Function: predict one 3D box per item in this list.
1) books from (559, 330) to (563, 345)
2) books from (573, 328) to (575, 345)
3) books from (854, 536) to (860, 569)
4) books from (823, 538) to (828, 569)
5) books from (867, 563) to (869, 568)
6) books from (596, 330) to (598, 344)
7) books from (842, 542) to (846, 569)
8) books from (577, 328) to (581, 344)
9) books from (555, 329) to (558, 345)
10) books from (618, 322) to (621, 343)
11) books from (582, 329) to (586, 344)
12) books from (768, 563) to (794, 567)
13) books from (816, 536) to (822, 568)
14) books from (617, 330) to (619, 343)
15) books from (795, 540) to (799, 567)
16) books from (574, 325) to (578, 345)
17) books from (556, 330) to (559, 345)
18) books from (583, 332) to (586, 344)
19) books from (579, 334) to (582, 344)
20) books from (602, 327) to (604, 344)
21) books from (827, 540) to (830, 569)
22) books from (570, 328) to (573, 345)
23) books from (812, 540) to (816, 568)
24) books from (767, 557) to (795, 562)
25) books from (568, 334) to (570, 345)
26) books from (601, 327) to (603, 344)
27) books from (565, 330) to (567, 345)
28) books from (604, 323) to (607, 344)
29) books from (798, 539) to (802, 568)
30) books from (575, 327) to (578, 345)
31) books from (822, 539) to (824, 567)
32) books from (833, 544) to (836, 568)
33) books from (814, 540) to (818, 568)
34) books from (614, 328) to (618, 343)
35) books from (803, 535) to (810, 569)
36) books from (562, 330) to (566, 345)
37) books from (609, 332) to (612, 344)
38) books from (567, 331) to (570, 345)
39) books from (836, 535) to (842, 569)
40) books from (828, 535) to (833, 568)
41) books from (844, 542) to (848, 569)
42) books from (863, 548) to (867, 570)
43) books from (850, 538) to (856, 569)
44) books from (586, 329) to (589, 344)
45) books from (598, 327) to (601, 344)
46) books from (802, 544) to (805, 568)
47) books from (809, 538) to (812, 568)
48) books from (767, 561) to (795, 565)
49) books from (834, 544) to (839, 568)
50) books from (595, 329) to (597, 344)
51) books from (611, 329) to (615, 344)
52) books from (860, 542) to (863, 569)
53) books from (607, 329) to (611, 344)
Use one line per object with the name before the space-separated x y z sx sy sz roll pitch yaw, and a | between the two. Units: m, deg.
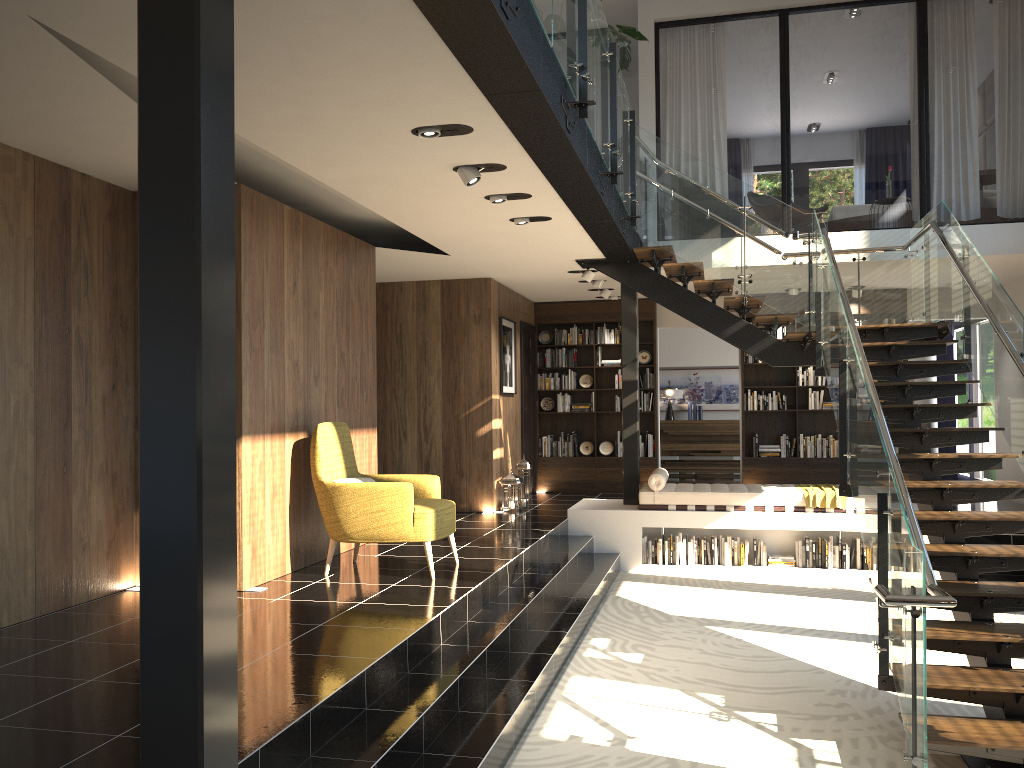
books | 0.701 -0.658 12.602 0.026 0.222 0.202 -1 -1 13
books | 0.887 -0.671 12.531 0.025 0.239 0.220 -1 -1 13
books | 3.526 1.722 9.055 0.027 0.312 0.189 -1 -1 13
books | 3.216 1.739 9.100 0.026 0.287 0.204 -1 -1 13
books | 3.651 1.734 9.043 0.026 0.284 0.177 -1 -1 13
books | 1.213 -0.658 12.478 0.021 0.204 0.224 -1 -1 13
books | 3.387 1.753 9.071 0.036 0.253 0.178 -1 -1 13
books | 0.949 -0.668 12.552 0.020 0.235 0.206 -1 -1 13
books | 0.640 -0.662 12.628 0.017 0.234 0.200 -1 -1 13
books | 1.511 -0.712 12.403 0.015 0.303 0.252 -1 -1 13
books | 1.015 -0.660 12.548 0.030 0.217 0.165 -1 -1 13
books | 2.801 1.879 9.236 0.257 0.024 0.167 -1 -2 13
books | 3.168 1.732 9.141 0.035 0.305 0.151 -1 -1 13
books | 1.500 -0.655 12.448 0.029 0.190 0.177 -1 -1 13
books | 2.960 1.757 9.209 0.026 0.263 0.156 -1 -1 13
books | 0.906 -0.690 12.526 0.012 0.278 0.228 -1 -1 13
books | 0.651 -0.655 12.587 0.024 0.216 0.210 -1 -1 13
books | 1.037 -0.639 12.509 0.029 0.172 0.187 -1 -1 13
books | 0.984 -0.625 12.565 0.040 0.149 0.126 -1 -1 13
books | 1.300 -0.677 12.466 0.035 0.241 0.208 -1 -1 13
books | 3.247 1.747 9.114 0.027 0.270 0.188 -1 -1 13
books | 0.859 -0.665 12.550 0.039 0.230 0.205 -1 -1 13
books | 3.106 1.751 9.143 0.029 0.268 0.173 -1 -1 13
books | 2.801 1.831 9.242 0.274 0.025 0.156 -1 -2 10
books | 0.827 -0.627 12.575 0.035 0.156 0.186 -1 -1 13
books | 1.272 -0.677 12.452 0.013 0.239 0.255 -1 -1 13
books | 0.781 -0.654 12.597 0.014 0.212 0.184 -1 -1 13
books | 1.312 -0.696 12.417 0.011 0.276 0.287 -1 -1 13
books | 2.981 1.751 9.177 0.030 0.273 0.168 -1 -1 13
books | 0.927 -0.674 12.546 0.020 0.245 0.228 -1 -1 13
books | 3.205 1.749 9.166 0.026 0.270 0.128 -1 -1 13
books | 3.307 1.769 9.128 0.026 0.226 0.132 -1 -1 13
books | 3.136 1.751 9.144 0.029 0.268 0.146 -1 -1 13
books | 1.466 -0.670 12.458 0.042 0.223 0.163 -1 -1 13
books | 3.039 1.728 9.151 0.043 0.316 0.209 -1 -1 13
books | 0.744 -0.656 12.600 0.059 0.216 0.159 -1 -1 13
books | 1.394 -0.644 12.464 0.034 0.171 0.158 -1 -1 13
books | 0.804 -0.649 12.610 0.025 0.203 0.156 -1 -1 13
books | 3.357 1.722 9.095 0.033 0.318 0.152 -1 -1 13
books | 3.278 1.719 9.128 0.029 0.326 0.153 -1 -1 13
books | 3.414 1.751 9.065 0.019 0.256 0.186 -1 -1 13
books | 3.581 1.762 9.024 0.032 0.229 0.228 -1 -1 13
books | 3.484 1.732 9.079 0.066 0.293 0.142 -1 -1 13
books | 1.068 -0.659 12.522 0.027 0.212 0.180 -1 -1 13
books | 1.242 -0.674 12.484 0.033 0.237 0.231 -1 -1 13
books | 3.012 1.774 9.185 0.027 0.226 0.165 -1 -1 13
books | 3.083 1.744 9.175 0.030 0.284 0.176 -1 -1 13
books | 2.800 1.855 9.236 0.261 0.024 0.167 -1 -2 10
books | 3.329 1.766 9.105 0.028 0.231 0.158 -1 -1 13
books | 1.202 -0.661 12.528 0.023 0.213 0.194 -1 -1 13
books | 1.425 -0.664 12.452 0.034 0.211 0.206 -1 -1 13
books | 3.557 1.750 9.061 0.030 0.256 0.160 -1 -1 13
books | 1.365 -0.661 12.474 0.027 0.207 0.203 -1 -1 13
